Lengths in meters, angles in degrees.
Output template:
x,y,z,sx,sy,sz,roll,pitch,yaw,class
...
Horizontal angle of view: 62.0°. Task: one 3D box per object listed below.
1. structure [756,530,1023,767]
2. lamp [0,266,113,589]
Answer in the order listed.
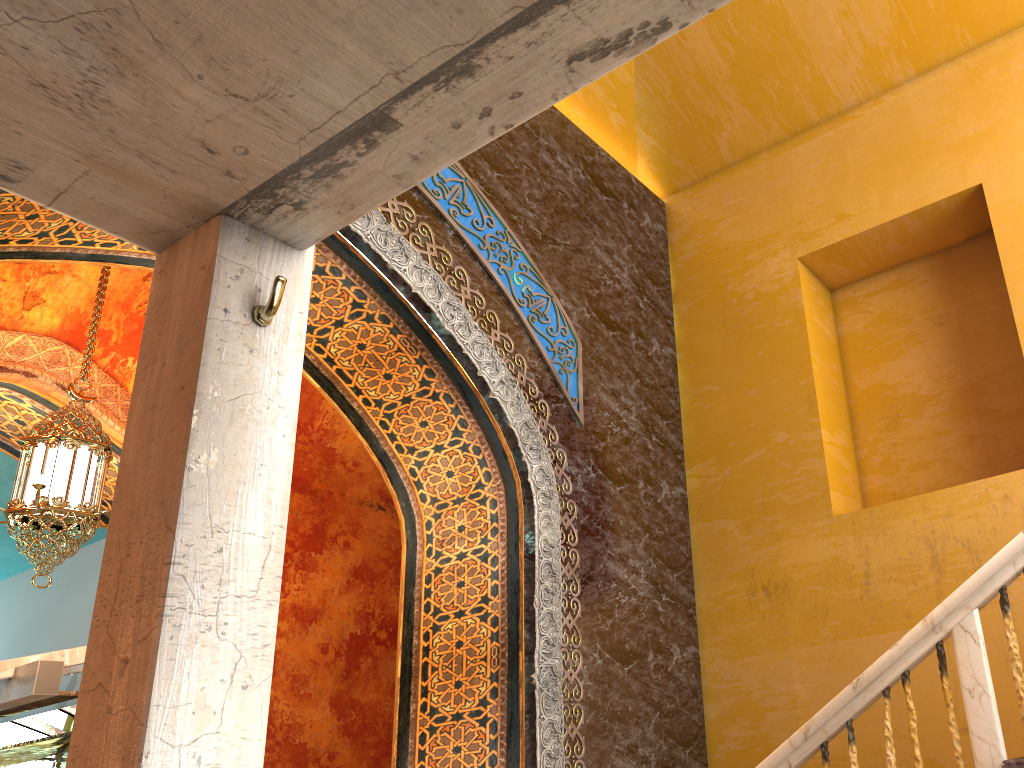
x,y,z,sx,sy,sz,roll,pitch,yaw,class
2.961,1.762,4.885,5.899,3.047,2.072,-21,-29,31,structure
-2.827,0.157,5.529,1.020,2.300,1.449,-18,-27,35,lamp
